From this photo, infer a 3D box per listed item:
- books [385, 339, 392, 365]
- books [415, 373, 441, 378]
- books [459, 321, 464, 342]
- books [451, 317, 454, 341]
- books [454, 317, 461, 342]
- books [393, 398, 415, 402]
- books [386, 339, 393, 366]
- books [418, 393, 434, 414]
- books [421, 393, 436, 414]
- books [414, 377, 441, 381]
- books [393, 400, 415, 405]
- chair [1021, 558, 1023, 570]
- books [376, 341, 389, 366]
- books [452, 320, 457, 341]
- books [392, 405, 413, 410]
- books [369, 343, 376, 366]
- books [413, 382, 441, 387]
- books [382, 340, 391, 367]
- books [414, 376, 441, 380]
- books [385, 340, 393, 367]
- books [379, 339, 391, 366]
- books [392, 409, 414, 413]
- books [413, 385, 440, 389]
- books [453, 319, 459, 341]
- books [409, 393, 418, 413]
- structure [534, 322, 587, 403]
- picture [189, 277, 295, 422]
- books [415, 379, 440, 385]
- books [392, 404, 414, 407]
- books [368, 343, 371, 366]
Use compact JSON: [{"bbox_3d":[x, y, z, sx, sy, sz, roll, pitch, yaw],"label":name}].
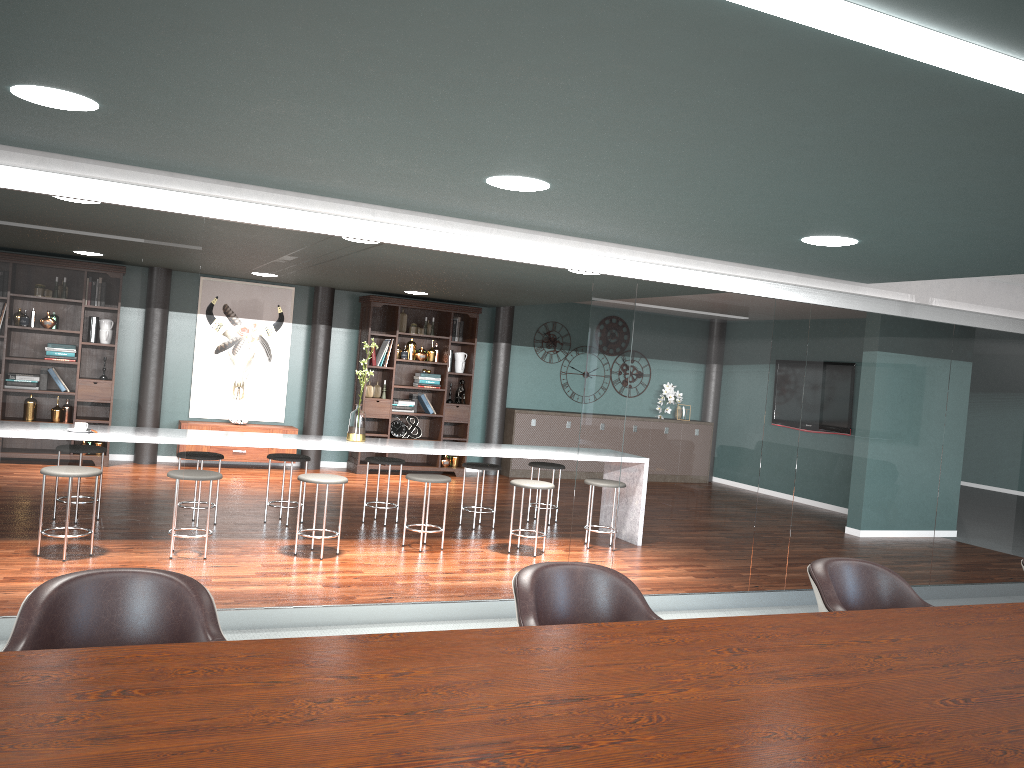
[{"bbox_3d":[-1.433,-0.357,10.078,0.062,0.322,0.197,4,1,-25],"label":"books"},{"bbox_3d":[-0.980,-0.099,10.317,0.248,0.042,0.194,4,1,-25],"label":"books"},{"bbox_3d":[-0.628,-0.618,10.438,0.042,0.248,0.194,4,1,-25],"label":"books"},{"bbox_3d":[-0.739,-0.646,10.386,0.027,0.286,0.184,4,1,-25],"label":"books"},{"bbox_3d":[-0.659,-0.640,10.423,0.027,0.286,0.184,4,1,-25],"label":"books"},{"bbox_3d":[-1.269,0.181,10.173,0.268,0.016,0.205,4,1,-25],"label":"books"},{"bbox_3d":[-1.419,-0.355,10.083,0.062,0.322,0.197,4,1,-25],"label":"books"},{"bbox_3d":[-1.014,0.227,10.296,0.176,0.227,0.194,4,1,-25],"label":"books"},{"bbox_3d":[-0.983,0.228,10.310,0.166,0.228,0.205,4,1,-25],"label":"books"},{"bbox_3d":[-0.987,-0.056,10.317,0.268,0.016,0.205,4,1,-25],"label":"books"},{"bbox_3d":[-1.262,0.211,10.177,0.248,0.042,0.194,4,1,-25],"label":"books"},{"bbox_3d":[2.191,1.076,3.360,0.535,0.761,0.518,5,1,-19],"label":"chair"},{"bbox_3d":[-1.486,-0.348,10.064,0.115,0.296,0.210,4,1,-25],"label":"books"},{"bbox_3d":[-0.709,-0.624,10.400,0.042,0.248,0.194,4,1,-25],"label":"books"},{"bbox_3d":[-1.288,0.267,10.169,0.248,0.042,0.194,4,1,-25],"label":"books"},{"bbox_3d":[-1.588,-0.333,10.014,0.084,0.252,0.194,4,1,-25],"label":"books"},{"bbox_3d":[-0.990,0.010,10.320,0.286,0.027,0.184,4,1,-25],"label":"books"},{"bbox_3d":[-1.443,-0.351,10.078,0.063,0.309,0.210,4,1,-25],"label":"books"},{"bbox_3d":[-0.986,-0.071,10.310,0.268,0.016,0.205,4,1,-25],"label":"books"},{"bbox_3d":[-1.429,-0.350,10.083,0.063,0.309,0.210,4,1,-25],"label":"books"},{"bbox_3d":[-1.461,-0.356,10.069,0.090,0.316,0.197,4,1,-25],"label":"books"},{"bbox_3d":[-1.289,0.303,10.171,0.286,0.027,0.184,4,1,-25],"label":"books"},{"bbox_3d":[-0.995,0.032,10.318,0.268,0.016,0.205,4,1,-25],"label":"books"},{"bbox_3d":[-0.681,-0.633,10.413,0.016,0.268,0.205,4,1,-25],"label":"books"},{"bbox_3d":[-1.151,0.219,10.306,0.063,0.214,0.139,4,1,-25],"label":"books"},{"bbox_3d":[1.076,-0.325,11.554,1.791,1.178,0.017,4,1,-25],"label":"structure"},{"bbox_3d":[-2.945,-0.360,9.709,1.002,1.512,0.031,4,1,-25],"label":"picture"},{"bbox_3d":[-0.989,-0.026,10.317,0.248,0.042,0.194,4,1,-25],"label":"books"},{"bbox_3d":[-1.286,0.238,10.168,0.268,0.016,0.205,4,1,-25],"label":"books"},{"bbox_3d":[-1.646,-0.335,9.987,0.042,0.248,0.194,4,1,-25],"label":"books"}]
